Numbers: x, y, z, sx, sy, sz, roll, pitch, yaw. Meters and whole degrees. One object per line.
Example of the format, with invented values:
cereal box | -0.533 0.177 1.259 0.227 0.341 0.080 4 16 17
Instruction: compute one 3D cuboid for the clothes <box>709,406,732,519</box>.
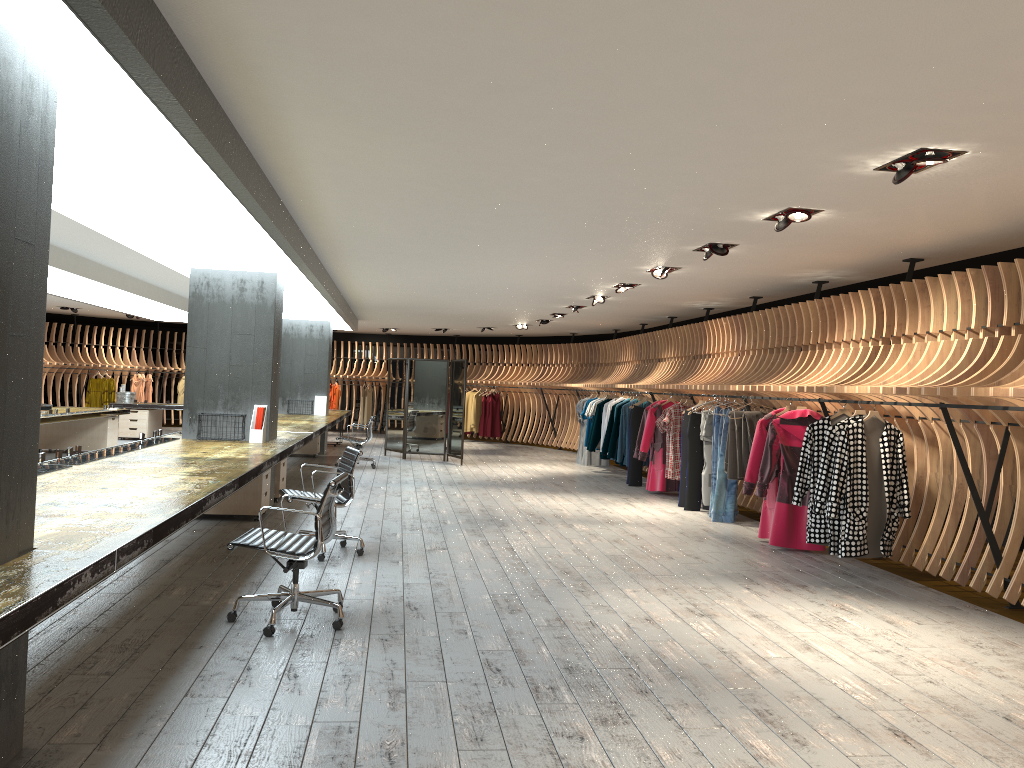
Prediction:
clothes | 2.456 1.022 10.417 0.277 1.543 0.316 3 -1 -8

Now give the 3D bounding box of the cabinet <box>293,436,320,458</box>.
cabinet | -4.119 0.998 16.266 1.131 0.630 0.593 3 -1 -7

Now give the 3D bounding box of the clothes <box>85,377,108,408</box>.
clothes | -10.091 0.349 21.566 0.665 1.045 0.168 2 -1 24

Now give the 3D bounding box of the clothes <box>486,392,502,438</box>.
clothes | -0.427 0.764 22.026 0.443 1.129 0.127 3 -1 -35

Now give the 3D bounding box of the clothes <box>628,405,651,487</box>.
clothes | 2.062 1.003 13.549 0.539 1.353 0.087 2 -1 -3

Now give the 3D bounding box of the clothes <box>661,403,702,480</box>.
clothes | 2.301 0.766 11.679 0.759 1.030 0.179 3 -1 -22

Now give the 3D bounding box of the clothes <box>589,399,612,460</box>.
clothes | 1.819 0.798 15.624 0.913 1.082 0.238 2 -1 -3

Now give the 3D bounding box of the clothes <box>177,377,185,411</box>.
clothes | -8.512 0.261 22.941 0.705 0.890 0.250 2 -1 43

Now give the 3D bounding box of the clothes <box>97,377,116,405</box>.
clothes | -9.977 0.354 21.709 0.665 1.045 0.168 2 -1 24

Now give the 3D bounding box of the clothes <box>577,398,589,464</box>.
clothes | 1.589 0.987 17.298 0.677 1.435 0.204 3 -1 -18

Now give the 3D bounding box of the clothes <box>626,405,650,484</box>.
clothes | 2.056 1.003 13.742 0.539 1.353 0.087 2 -1 17

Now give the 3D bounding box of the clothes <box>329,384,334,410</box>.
clothes | -5.022 0.397 23.909 0.201 0.881 0.839 2 -1 23

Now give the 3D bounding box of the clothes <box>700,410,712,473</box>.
clothes | 2.409 0.893 10.773 0.273 1.143 0.169 2 -1 25

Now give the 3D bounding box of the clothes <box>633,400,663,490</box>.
clothes | 2.176 0.879 12.802 0.839 1.312 0.321 3 -1 -8

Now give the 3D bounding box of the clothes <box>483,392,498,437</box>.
clothes | -0.486 0.762 22.098 0.444 1.129 0.126 3 -1 -10

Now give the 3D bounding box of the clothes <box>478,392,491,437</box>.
clothes | -0.615 0.757 22.208 0.443 1.129 0.127 3 -1 -35

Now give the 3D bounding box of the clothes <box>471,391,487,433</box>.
clothes | -0.780 0.709 22.337 0.152 1.053 0.776 2 -1 33

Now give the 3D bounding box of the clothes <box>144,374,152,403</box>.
clothes | -9.212 0.326 22.449 0.125 1.156 0.447 4 -2 -43

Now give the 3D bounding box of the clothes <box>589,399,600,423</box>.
clothes | 1.754 0.740 16.395 0.743 0.961 0.167 3 -1 -14

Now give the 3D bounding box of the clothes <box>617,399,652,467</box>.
clothes | 2.039 0.770 14.028 0.715 1.088 0.256 2 -1 -2

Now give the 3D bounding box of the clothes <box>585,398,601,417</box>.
clothes | 1.716 0.724 16.442 0.743 0.931 0.158 2 -1 -3

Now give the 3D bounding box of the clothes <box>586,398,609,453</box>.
clothes | 1.793 0.798 15.832 0.913 1.082 0.238 3 -1 -8

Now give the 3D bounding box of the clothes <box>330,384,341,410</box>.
clothes | -4.777 0.408 23.889 0.200 0.881 0.839 3 -1 -27

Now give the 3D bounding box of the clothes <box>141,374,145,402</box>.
clothes | -9.341 0.320 22.348 0.125 1.156 0.447 3 -1 -38

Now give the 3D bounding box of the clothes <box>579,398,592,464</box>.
clothes | 1.606 0.987 17.158 0.677 1.435 0.203 2 -1 7

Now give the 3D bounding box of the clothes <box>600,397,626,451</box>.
clothes | 1.867 0.777 15.018 0.733 1.106 0.165 3 -1 -8

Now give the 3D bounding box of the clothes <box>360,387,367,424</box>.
clothes | -3.979 0.568 23.825 0.096 0.989 0.465 2 -1 5

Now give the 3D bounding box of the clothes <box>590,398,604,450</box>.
clothes | 1.737 0.737 16.172 0.742 0.950 0.167 3 -1 -24

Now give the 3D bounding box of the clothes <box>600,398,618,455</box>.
clothes | 1.899 0.779 15.214 0.733 1.106 0.165 2 -1 -3

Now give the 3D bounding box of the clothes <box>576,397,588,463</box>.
clothes | 1.570 0.987 17.437 0.677 1.435 0.203 2 -1 7

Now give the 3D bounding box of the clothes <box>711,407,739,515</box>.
clothes | 2.516 0.911 10.278 0.277 1.292 0.316 4 -2 -43

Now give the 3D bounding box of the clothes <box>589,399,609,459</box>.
clothes | 1.815 0.798 15.711 0.913 1.082 0.238 3 -1 -8

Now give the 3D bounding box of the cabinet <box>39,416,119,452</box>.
cabinet | -7.415 0.853 15.156 1.131 0.630 0.593 3 -1 -7

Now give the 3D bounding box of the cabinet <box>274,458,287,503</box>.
cabinet | -3.228 1.013 10.276 1.131 0.630 0.593 3 -1 -7

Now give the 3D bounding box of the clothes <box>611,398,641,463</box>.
clothes | 1.983 0.769 14.463 0.714 1.088 0.257 3 -1 -12

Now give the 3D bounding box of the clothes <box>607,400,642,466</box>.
clothes | 1.991 0.797 14.339 0.913 1.082 0.238 3 -1 -8

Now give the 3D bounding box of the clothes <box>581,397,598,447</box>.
clothes | 1.641 0.736 16.577 0.738 0.971 0.167 2 -1 1

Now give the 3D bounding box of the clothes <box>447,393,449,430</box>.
clothes | -1.684 0.714 23.000 0.444 1.129 0.126 3 -1 -10

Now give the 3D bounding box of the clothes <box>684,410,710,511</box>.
clothes | 2.411 1.008 10.977 0.539 1.353 0.087 3 -1 -8

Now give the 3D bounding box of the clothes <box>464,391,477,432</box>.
clothes | -0.954 0.702 22.472 0.777 1.053 0.151 3 -1 -7

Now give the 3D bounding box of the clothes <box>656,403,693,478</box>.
clothes | 2.287 0.769 11.901 0.760 1.021 0.187 3 -1 -7

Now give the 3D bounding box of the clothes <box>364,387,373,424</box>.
clothes | -3.859 0.573 23.813 0.096 0.989 0.465 2 -1 10

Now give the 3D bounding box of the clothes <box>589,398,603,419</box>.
clothes | 1.771 0.723 16.255 0.742 0.939 0.162 3 -1 -13

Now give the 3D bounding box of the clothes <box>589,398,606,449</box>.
clothes | 1.746 0.722 15.986 0.734 0.938 0.164 3 -1 -4

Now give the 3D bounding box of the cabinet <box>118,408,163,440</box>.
cabinet | -7.883 0.847 18.828 0.593 0.630 1.131 3 0 -7

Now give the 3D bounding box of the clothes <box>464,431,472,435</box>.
clothes | -1.203 0.734 22.659 0.127 1.129 0.443 1 -2 45

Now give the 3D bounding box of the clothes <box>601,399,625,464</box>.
clothes | 1.939 0.797 14.690 0.913 1.082 0.238 2 -1 -3

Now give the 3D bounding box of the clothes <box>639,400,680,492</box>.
clothes | 2.211 0.879 12.514 0.840 1.312 0.321 2 -1 2

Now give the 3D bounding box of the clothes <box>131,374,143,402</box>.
clothes | -9.429 0.316 22.270 0.447 1.156 0.125 2 -1 27

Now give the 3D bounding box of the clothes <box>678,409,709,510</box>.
clothes | 2.368 1.007 11.176 0.539 1.353 0.087 2 -1 32

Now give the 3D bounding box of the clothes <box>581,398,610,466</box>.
clothes | 1.622 0.987 17.023 0.677 1.435 0.204 3 -1 -23

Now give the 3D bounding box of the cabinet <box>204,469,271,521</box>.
cabinet | -3.056 1.015 8.934 1.131 0.630 0.593 3 -1 -7
